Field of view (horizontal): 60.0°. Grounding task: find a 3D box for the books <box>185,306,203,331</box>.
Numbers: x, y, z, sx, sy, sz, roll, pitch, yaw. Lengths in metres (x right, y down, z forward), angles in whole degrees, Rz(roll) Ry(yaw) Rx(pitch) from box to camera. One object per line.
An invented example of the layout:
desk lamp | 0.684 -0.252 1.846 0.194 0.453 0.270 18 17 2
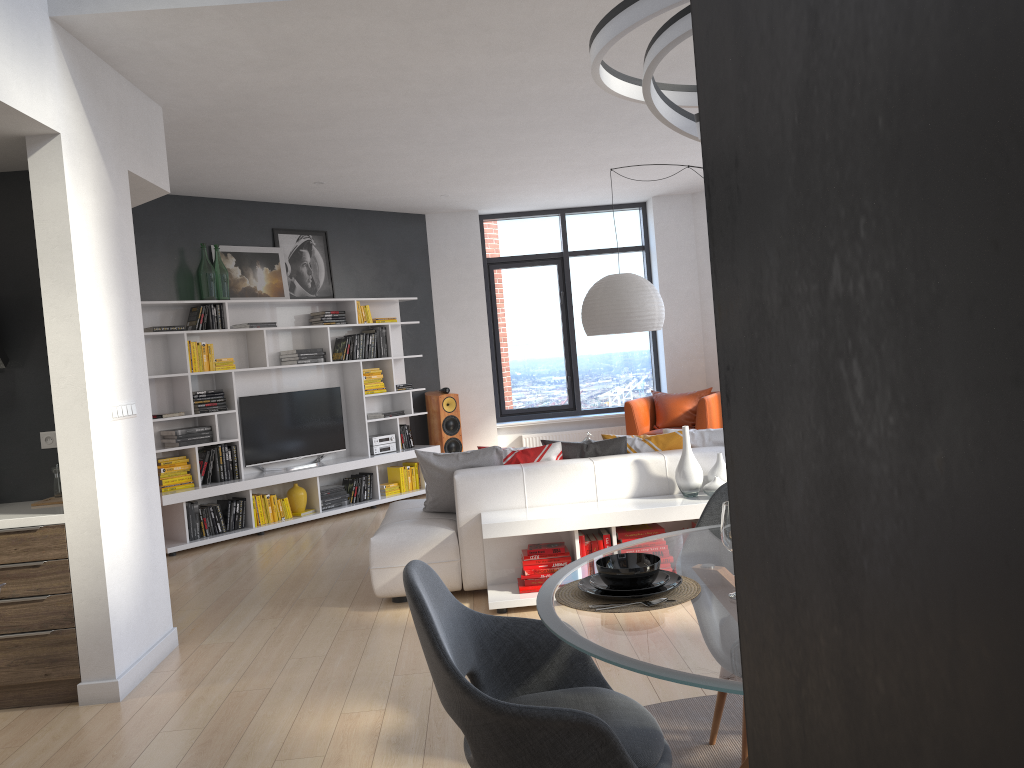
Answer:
books | -2.714 -0.554 7.569 0.166 0.213 0.096 -3 3 41

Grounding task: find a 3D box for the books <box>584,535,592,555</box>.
books | 0.419 0.978 4.906 0.031 0.255 0.181 -5 2 -2

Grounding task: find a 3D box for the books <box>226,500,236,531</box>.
books | -2.448 1.129 7.644 0.192 0.254 0.075 -3 3 42

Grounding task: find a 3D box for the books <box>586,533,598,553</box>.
books | 0.452 0.974 4.908 0.034 0.259 0.207 -5 2 -2

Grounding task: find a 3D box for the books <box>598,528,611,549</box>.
books | 0.523 0.952 4.906 0.049 0.291 0.214 -5 2 -2

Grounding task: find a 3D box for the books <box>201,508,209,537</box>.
books | -2.619 1.160 7.441 0.189 0.240 0.053 -3 3 43

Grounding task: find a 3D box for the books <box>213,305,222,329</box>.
books | -2.585 -0.572 7.704 0.169 0.218 0.038 -3 3 43

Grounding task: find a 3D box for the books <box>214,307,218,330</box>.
books | -2.603 -0.561 7.682 0.147 0.200 0.021 -3 3 43

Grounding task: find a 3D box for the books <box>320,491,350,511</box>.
books | -1.759 1.101 8.422 0.277 0.137 0.343 -3 2 38

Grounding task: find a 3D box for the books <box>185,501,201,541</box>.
books | -2.710 1.132 7.356 0.259 0.321 0.128 -3 3 43

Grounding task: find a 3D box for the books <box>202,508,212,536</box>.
books | -2.598 1.158 7.454 0.170 0.236 0.049 -3 3 43

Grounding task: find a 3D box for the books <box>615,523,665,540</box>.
books | 0.693 0.812 4.914 0.259 0.034 0.206 -5 2 -5

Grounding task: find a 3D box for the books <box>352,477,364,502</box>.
books | -1.506 1.023 8.626 0.172 0.242 0.069 -3 3 43

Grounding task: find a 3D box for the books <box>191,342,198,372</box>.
books | -2.745 -0.220 7.527 0.198 0.255 0.044 -3 3 43

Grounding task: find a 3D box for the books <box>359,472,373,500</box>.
books | -1.444 1.004 8.732 0.197 0.260 0.066 -3 3 43

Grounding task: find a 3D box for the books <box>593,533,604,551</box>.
books | 0.491 0.971 4.900 0.042 0.259 0.195 -5 2 -2

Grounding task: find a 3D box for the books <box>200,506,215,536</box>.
books | -2.578 1.152 7.465 0.169 0.242 0.050 -3 3 42

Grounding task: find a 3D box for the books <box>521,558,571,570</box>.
books | 0.188 0.994 4.956 0.261 0.028 0.191 -5 2 -3

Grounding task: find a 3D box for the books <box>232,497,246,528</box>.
books | -2.382 1.118 7.716 0.197 0.260 0.066 -3 3 43

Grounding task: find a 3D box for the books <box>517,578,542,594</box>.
books | 0.186 1.109 4.936 0.301 0.032 0.227 -5 2 -2

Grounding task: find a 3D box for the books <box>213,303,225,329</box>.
books | -2.562 -0.581 7.719 0.174 0.230 0.019 -3 3 43

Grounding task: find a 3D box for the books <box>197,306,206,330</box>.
books | -2.697 -0.556 7.596 0.171 0.214 0.087 -3 3 43

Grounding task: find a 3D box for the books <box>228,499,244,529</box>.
books | -2.403 1.126 7.691 0.191 0.249 0.084 -3 3 43

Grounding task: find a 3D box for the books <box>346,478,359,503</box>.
books | -1.569 1.033 8.595 0.187 0.234 0.096 -3 3 43

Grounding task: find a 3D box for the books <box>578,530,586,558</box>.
books | 0.383 0.964 4.901 0.036 0.294 0.208 -5 2 -2

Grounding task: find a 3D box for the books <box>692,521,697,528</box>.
books | 1.032 0.915 4.906 0.046 0.282 0.199 -5 2 -2

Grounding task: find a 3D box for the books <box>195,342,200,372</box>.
books | -2.726 -0.225 7.551 0.199 0.263 0.015 -3 3 43

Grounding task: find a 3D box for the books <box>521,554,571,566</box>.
books | 0.189 0.967 4.938 0.269 0.028 0.179 -5 2 -1

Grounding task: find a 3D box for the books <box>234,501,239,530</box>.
books | -2.420 1.131 7.655 0.179 0.243 0.071 -3 3 41

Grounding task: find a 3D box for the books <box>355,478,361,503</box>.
books | -1.538 1.029 8.609 0.169 0.233 0.081 -3 3 42

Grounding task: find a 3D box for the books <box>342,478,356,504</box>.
books | -1.589 1.035 8.567 0.182 0.234 0.104 -3 3 43

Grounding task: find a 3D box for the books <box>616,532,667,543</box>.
books | 0.714 0.841 4.908 0.266 0.026 0.187 -5 2 -8

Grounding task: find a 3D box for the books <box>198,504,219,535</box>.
books | -2.567 1.145 7.494 0.193 0.255 0.066 -3 3 42

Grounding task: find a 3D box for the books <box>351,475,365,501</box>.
books | -1.510 1.015 8.660 0.192 0.254 0.075 -3 3 42

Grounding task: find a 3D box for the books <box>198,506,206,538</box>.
books | -2.645 1.147 7.420 0.202 0.268 0.053 -3 3 42

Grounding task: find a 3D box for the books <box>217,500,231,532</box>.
books | -2.481 1.130 7.612 0.197 0.260 0.066 -3 3 43

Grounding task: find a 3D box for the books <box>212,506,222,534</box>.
books | -2.541 1.148 7.511 0.177 0.242 0.066 -3 3 42

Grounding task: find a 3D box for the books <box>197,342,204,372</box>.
books | -2.698 -0.224 7.579 0.180 0.251 0.019 -3 3 43

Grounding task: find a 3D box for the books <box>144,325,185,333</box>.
books | -2.885 -0.449 7.354 0.268 0.046 0.208 -7 3 -44

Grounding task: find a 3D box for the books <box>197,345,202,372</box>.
books | -2.697 -0.210 7.551 0.156 0.229 0.024 -3 3 42

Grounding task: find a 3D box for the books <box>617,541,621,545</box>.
books | 0.697 0.867 4.915 0.257 0.025 0.182 -5 2 -2

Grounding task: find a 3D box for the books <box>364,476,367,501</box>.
books | -1.487 1.019 8.676 0.179 0.243 0.068 -3 3 41

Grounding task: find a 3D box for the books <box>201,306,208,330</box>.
books | -2.668 -0.559 7.609 0.154 0.212 0.074 -3 3 42

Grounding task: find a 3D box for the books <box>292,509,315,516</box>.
books | -1.976 1.183 8.157 0.270 0.029 0.204 -4 2 28

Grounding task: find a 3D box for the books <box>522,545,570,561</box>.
books | 0.185 0.942 4.941 0.254 0.025 0.178 -5 2 -3

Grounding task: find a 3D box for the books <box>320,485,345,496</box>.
books | -1.787 1.011 8.429 0.250 0.047 0.310 -3 2 38

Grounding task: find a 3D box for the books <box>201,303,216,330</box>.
books | -2.625 -0.574 7.667 0.176 0.232 0.025 -3 3 43

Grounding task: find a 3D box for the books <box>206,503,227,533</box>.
books | -2.520 1.141 7.539 0.191 0.249 0.083 -3 3 43

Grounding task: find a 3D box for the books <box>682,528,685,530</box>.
books | 0.929 0.939 4.910 0.144 0.247 0.188 -5 2 -2

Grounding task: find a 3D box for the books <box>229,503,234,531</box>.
books | -2.445 1.138 7.609 0.172 0.242 0.069 -3 3 43

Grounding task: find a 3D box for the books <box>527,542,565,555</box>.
books | 0.191 0.915 4.931 0.206 0.029 0.152 -5 2 4

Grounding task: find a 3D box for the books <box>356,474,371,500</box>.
books | -1.466 1.011 8.707 0.191 0.249 0.084 -3 3 43

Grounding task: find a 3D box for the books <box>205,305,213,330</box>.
books | -2.637 -0.566 7.645 0.156 0.221 0.021 -3 3 43
